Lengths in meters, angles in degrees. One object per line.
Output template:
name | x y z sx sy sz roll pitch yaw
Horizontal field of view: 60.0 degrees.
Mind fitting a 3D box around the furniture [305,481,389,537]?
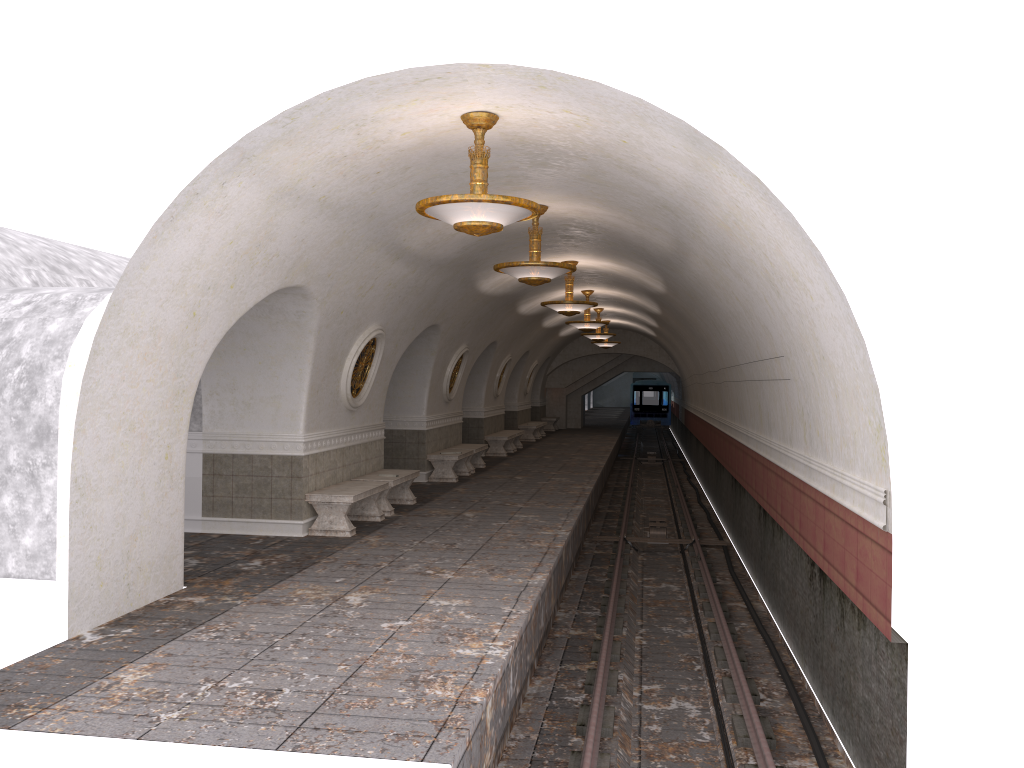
furniture | -2.093 1.586 11.405 0.613 0.508 1.509 1 0 9

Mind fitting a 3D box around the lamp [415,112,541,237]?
lamp | -0.265 -1.659 7.110 1.008 0.955 1.008 1 0 -36

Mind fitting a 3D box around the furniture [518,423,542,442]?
furniture | 0.589 1.592 29.196 0.613 0.508 1.509 1 0 9

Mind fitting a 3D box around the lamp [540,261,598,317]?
lamp | 1.005 -1.656 15.532 1.008 0.955 1.008 1 0 -7

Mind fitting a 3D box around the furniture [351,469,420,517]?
furniture | -1.842 1.586 13.067 0.613 0.508 1.509 1 0 9

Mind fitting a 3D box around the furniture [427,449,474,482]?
furniture | -1.197 1.588 17.346 0.613 0.508 1.509 1 0 9

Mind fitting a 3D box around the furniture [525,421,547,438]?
furniture | 0.840 1.592 30.859 0.613 0.508 1.509 1 0 9

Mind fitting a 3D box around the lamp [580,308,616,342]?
lamp | 2.444 -1.652 25.082 1.008 0.955 1.008 1 0 24

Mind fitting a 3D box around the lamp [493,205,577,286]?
lamp | 0.280 -1.657 10.724 1.008 0.955 1.008 1 0 -7

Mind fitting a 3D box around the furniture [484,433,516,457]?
furniture | -0.300 1.590 23.300 0.613 0.508 1.509 1 0 9

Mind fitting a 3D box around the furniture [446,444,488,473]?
furniture | -0.947 1.588 19.009 0.613 0.508 1.509 1 0 9

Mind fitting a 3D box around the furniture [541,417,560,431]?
furniture | 1.528 1.594 35.428 0.613 0.508 1.509 1 0 9

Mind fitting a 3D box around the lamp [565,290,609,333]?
lamp | 1.725 -1.654 20.308 1.008 0.955 1.008 1 0 24

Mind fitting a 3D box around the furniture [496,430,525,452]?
furniture | -0.049 1.590 24.963 0.613 0.508 1.509 1 0 9

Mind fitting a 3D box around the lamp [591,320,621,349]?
lamp | 3.164 -1.651 29.858 1.008 0.955 1.008 1 0 -36
